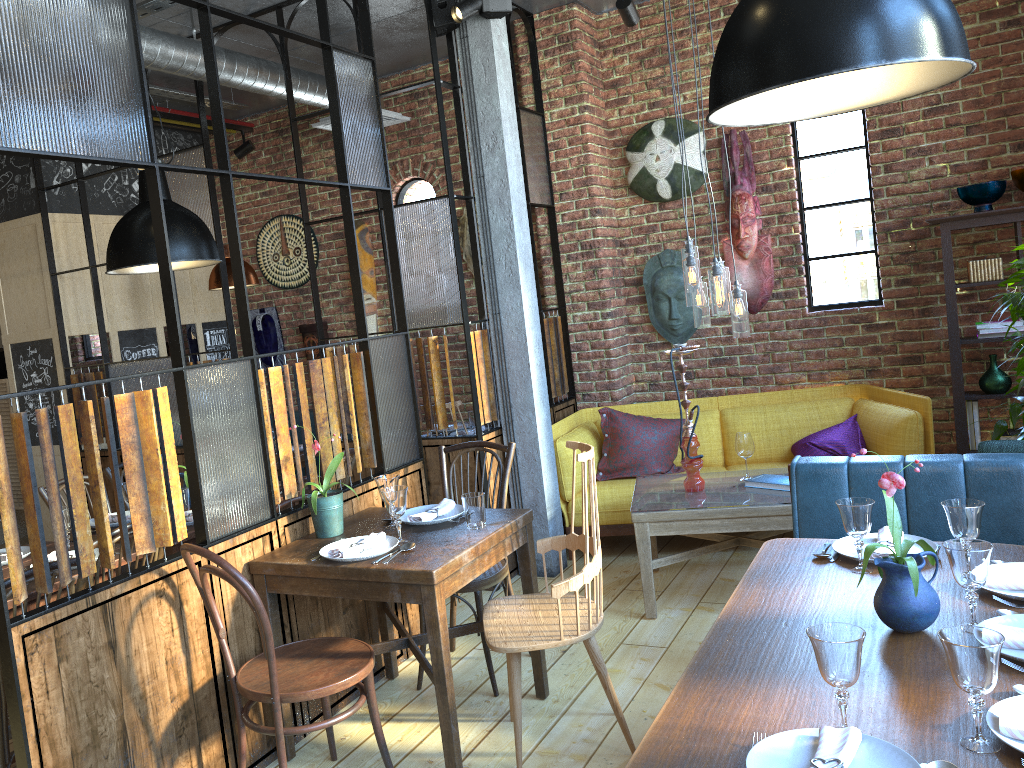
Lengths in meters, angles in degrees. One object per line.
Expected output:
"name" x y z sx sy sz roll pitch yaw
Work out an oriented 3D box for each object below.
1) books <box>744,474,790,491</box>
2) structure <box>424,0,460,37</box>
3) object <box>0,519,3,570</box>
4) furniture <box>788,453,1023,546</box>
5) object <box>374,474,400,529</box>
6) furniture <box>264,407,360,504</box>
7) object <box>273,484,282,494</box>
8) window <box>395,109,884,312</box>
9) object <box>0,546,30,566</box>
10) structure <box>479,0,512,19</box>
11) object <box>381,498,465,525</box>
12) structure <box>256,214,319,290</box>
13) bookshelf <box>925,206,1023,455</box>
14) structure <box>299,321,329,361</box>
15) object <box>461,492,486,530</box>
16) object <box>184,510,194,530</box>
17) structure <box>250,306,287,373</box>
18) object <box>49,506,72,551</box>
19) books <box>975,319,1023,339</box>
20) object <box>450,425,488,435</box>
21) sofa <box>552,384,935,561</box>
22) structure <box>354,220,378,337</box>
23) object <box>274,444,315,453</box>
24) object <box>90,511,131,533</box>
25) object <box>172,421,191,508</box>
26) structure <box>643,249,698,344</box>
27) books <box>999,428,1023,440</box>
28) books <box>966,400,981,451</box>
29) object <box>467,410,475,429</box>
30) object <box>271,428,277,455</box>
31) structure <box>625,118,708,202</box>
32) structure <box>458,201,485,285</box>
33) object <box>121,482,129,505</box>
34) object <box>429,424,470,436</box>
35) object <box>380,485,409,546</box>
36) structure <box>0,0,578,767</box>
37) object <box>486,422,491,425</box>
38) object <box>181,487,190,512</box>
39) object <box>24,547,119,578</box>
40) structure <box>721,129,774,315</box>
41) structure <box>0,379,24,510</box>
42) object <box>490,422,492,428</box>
"books" 1.243 0.457 4.091 0.154 0.028 0.285 -11 7 -38
"structure" -0.377 -1.985 4.643 0.185 0.267 0.165 -7 4 1
"object" -1.992 0.622 3.368 0.096 0.191 0.100 -8 4 -14
"furniture" 1.132 0.797 1.815 1.420 0.820 2.516 -4 6 27
"object" -0.455 0.440 3.285 0.099 0.191 0.098 -7 4 4
"furniture" -1.968 0.712 6.769 1.501 0.820 1.437 -4 6 28
"object" -1.203 0.511 4.262 0.281 0.051 0.312 -4 6 31
"window" 1.466 -0.947 2.802 3.407 2.423 8.632 -8 5 -8
"object" -2.065 0.689 3.508 0.281 0.051 0.312 -4 6 31
"structure" -0.104 -2.003 4.486 0.161 0.267 0.190 -8 4 -22
"object" -0.325 0.488 3.358 0.339 0.051 0.259 -4 6 32
"structure" -1.873 -1.092 7.300 0.688 0.618 0.076 -5 4 28
"bookshelf" 2.727 -0.095 4.656 0.849 1.664 0.305 -5 4 29
"structure" -1.592 -0.174 7.229 0.271 0.654 0.154 -5 4 29
"object" -0.132 0.451 3.127 0.087 0.119 0.082 -6 4 18
"object" -1.389 0.572 3.864 0.281 0.051 0.312 -4 6 31
"structure" -2.097 -0.367 7.501 0.337 0.558 0.110 -5 4 29
"object" -1.757 0.583 3.471 0.094 0.191 0.103 -10 5 -41
"books" 2.626 -0.296 4.688 0.280 0.080 0.172 -4 6 29
"object" -0.229 0.289 5.344 0.339 0.051 0.259 -4 6 32
"sofa" 1.259 0.498 5.133 2.038 0.761 0.775 -6 4 14
"structure" -1.179 -0.733 6.937 0.241 1.118 0.090 -5 4 29
"object" -1.611 0.471 6.551 0.339 0.051 0.259 -4 6 32
"object" -1.820 0.612 4.008 0.281 0.051 0.312 -4 6 31
"object" -1.506 0.368 4.163 0.208 0.430 0.143 -10 5 -43
"structure" 1.041 -0.555 5.708 0.382 0.638 0.100 -5 4 30
"books" 2.748 0.294 4.671 0.315 0.087 0.235 -4 6 30
"books" 2.743 0.051 4.671 0.610 0.573 0.183 -5 4 28
"object" -0.235 0.229 5.610 0.081 0.119 0.088 -9 5 -31
"object" -1.741 0.422 6.479 0.100 0.191 0.097 -6 4 8
"structure" 0.980 -1.431 5.638 0.552 0.520 0.142 -4 4 29
"structure" -0.131 -1.023 6.315 0.613 0.725 0.122 -5 4 29
"object" -1.685 0.532 3.917 0.094 0.191 0.103 -10 5 -41
"object" -0.409 0.281 5.659 0.281 0.051 0.312 -4 6 31
"object" -0.395 0.455 3.041 0.096 0.191 0.100 -8 4 -14
"structure" -3.081 -0.121 3.712 6.157 3.318 5.745 -6 5 12
"object" -0.077 0.230 5.765 0.339 0.051 0.259 -4 6 32
"object" -1.506 0.537 4.006 0.086 0.119 0.083 -6 4 11
"object" -1.665 0.656 3.340 0.281 0.051 0.312 -4 6 31
"structure" 1.450 -0.999 5.486 0.221 1.144 0.232 -8 3 -16
"structure" -4.313 0.717 4.590 1.275 0.992 4.988 -7 5 1
"object" -0.131 0.196 5.433 0.094 0.191 0.103 -10 5 -41
